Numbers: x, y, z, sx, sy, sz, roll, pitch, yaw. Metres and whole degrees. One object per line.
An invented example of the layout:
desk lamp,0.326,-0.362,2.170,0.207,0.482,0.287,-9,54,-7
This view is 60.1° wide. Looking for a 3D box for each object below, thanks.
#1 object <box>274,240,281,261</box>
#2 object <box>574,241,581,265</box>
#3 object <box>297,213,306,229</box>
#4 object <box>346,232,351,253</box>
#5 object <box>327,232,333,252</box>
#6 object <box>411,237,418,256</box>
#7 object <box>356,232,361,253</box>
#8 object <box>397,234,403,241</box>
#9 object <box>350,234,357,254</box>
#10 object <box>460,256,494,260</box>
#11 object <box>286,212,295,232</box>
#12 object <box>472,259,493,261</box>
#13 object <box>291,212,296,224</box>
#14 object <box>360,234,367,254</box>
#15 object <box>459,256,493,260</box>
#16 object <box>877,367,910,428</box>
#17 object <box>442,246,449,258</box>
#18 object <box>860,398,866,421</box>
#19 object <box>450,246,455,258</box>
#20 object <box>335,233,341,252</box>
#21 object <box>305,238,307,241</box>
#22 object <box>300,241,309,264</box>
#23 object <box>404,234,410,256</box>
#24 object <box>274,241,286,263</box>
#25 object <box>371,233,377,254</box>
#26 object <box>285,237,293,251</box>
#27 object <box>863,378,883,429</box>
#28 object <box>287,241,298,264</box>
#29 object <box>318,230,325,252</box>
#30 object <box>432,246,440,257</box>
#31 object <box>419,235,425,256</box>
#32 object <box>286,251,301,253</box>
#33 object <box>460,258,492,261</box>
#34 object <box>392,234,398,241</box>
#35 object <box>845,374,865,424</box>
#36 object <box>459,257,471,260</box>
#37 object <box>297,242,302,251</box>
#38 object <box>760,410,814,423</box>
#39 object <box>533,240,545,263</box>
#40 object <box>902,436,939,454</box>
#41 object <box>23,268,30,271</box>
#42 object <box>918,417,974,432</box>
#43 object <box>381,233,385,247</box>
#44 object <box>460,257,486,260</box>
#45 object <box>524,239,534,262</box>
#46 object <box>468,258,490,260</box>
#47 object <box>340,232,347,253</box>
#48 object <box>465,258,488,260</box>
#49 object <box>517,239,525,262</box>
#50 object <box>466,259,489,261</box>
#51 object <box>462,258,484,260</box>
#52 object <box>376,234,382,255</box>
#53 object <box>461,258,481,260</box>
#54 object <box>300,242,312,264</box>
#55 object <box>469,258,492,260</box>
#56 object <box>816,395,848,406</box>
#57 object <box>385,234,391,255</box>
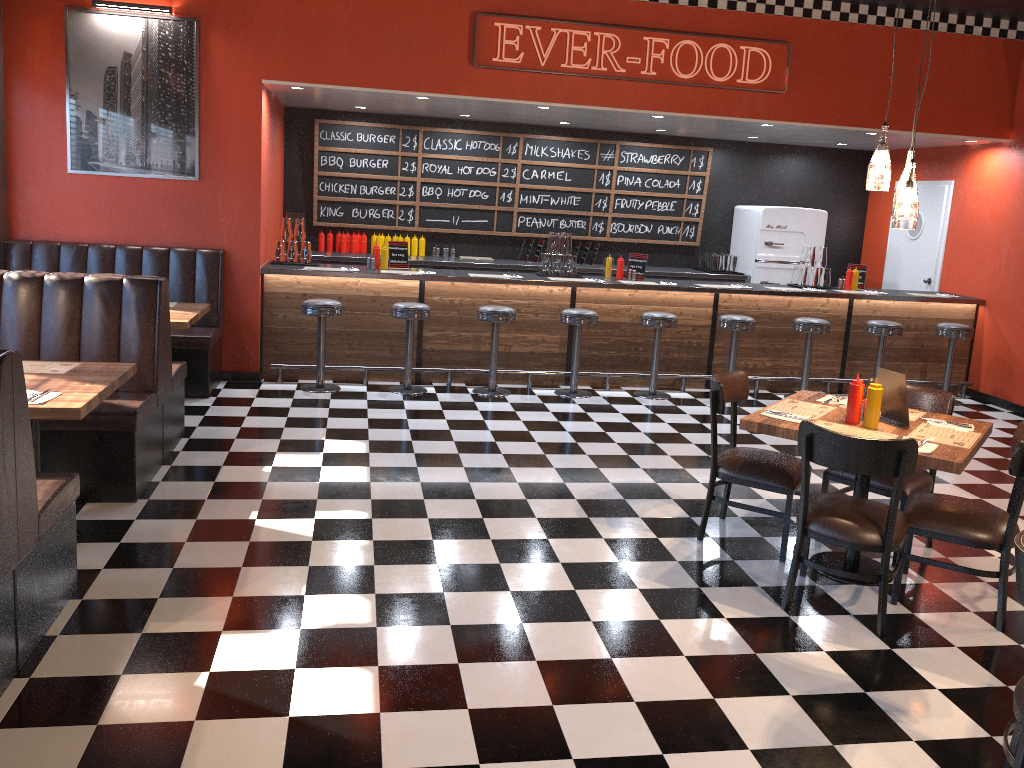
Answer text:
object,-2.149,-1.227,8.204,0.105,0.207,0.106,-1,11,-25
object,0.750,-1.532,10.344,0.072,0.255,0.190,3,11,-5
object,-2.284,-1.742,9.577,0.105,0.207,0.106,-1,11,-25
object,-1.845,-1.593,9.934,0.068,0.236,0.068,2,10,-8
object,-2.028,-1.589,9.864,0.068,0.236,0.068,5,10,6
object,-1.106,-1.574,10.055,0.068,0.236,0.068,2,10,-9
object,-1.731,-1.595,9.977,0.068,0.236,0.068,2,10,-9
object,-1.262,-1.568,9.983,0.068,0.236,0.068,-3,12,-33
object,-1.766,-1.577,9.884,0.068,0.236,0.068,2,10,-8
object,-0.409,-1.446,10.145,0.365,0.001,0.263,2,12,-9
object,-2.394,-1.743,9.552,0.105,0.207,0.106,-1,11,-25
object,-0.409,-1.434,10.147,0.365,0.001,0.263,2,12,-8
object,-2.402,-1.769,9.668,0.105,0.207,0.106,-1,11,-25
object,-1.660,-1.579,9.920,0.068,0.236,0.068,2,10,-8
object,-0.409,-1.445,10.145,0.365,0.001,0.263,1,12,-11
object,1.845,0.062,4.289,0.072,0.255,0.190,0,11,-20
object,-0.756,-1.516,10.131,0.047,0.135,0.094,10,12,34
object,1.731,0.117,4.294,0.047,0.135,0.094,0,11,-20
object,-0.675,-1.505,10.104,0.046,0.135,0.094,1,11,-15
object,-1.940,-1.596,9.921,0.068,0.236,0.068,2,10,-8
object,-2.316,-1.576,9.785,0.105,0.207,0.106,-1,11,-25
object,-1.917,-1.219,8.234,0.105,0.207,0.106,-1,11,-25
object,-1.188,-1.573,10.030,0.068,0.236,0.068,1,10,-12
object,-2.117,-1.203,8.099,0.105,0.207,0.106,-1,11,-25
object,-1.550,-1.582,9.968,0.068,0.236,0.068,-3,12,-33
object,-2.402,-1.526,9.525,0.105,0.207,0.106,-1,11,-25
object,1.704,0.088,4.174,0.068,0.236,0.068,4,10,4
object,-2.008,-1.198,8.108,0.105,0.207,0.106,-1,11,-25
object,-2.117,-1.590,9.842,0.068,0.236,0.068,-3,12,-33
object,-0.866,-1.517,10.103,0.094,0.135,0.047,8,11,24
object,-1.022,-1.572,10.070,0.068,0.236,0.068,2,10,-8
object,-2.359,-1.453,9.656,0.272,0.018,0.440,1,12,-10
object,-0.409,-1.433,10.147,0.365,0.001,0.263,2,12,-5
object,-1.324,-1.583,10.035,0.068,0.236,0.068,-3,12,-33
object,1.645,0.069,4.246,0.068,0.236,0.068,10,12,32
object,-0.409,-1.432,10.147,0.365,0.001,0.263,1,12,-10
object,-2.288,-1.526,9.556,0.105,0.207,0.106,-1,11,-25
object,1.343,0.155,4.283,0.256,0.019,0.158,13,15,38
object,0.309,-1.542,10.264,0.072,0.255,0.190,1,11,-15
object,1.785,0.263,3.903,0.158,0.019,0.256,12,15,35
object,-3.392,-0.678,6.252,0.072,0.255,0.190,1,11,-15
object,2.119,0.192,4.333,0.256,0.019,0.158,10,14,28
object,-1.466,-1.584,9.999,0.068,0.236,0.068,2,10,-8
object,-0.409,-1.441,10.146,0.365,0.001,0.263,2,12,-7
object,0.199,-1.544,10.243,0.073,0.258,0.194,2,11,-8
object,-0.409,-1.443,10.146,0.365,0.001,0.263,2,12,-9
object,-1.874,-1.576,9.848,0.068,0.236,0.068,-3,12,-33
object,-0.409,-1.442,10.146,0.365,0.001,0.263,1,12,-10
object,0.107,-1.547,10.232,0.070,0.256,0.190,3,11,-3
object,-0.410,-1.431,10.148,0.365,0.001,0.263,2,12,-9
object,-0.409,-1.440,10.146,0.365,0.001,0.263,1,12,-10
object,-1.488,-1.564,9.901,0.068,0.236,0.068,-3,12,-33
object,-0.409,-1.438,10.146,0.365,0.001,0.263,2,12,-6
object,-1.886,-1.194,8.122,0.105,0.207,0.106,-1,11,-25
object,-0.409,-1.444,10.145,0.365,0.001,0.263,1,12,-10
object,1.719,0.086,4.713,0.158,0.019,0.256,13,15,37
object,-1.395,-1.574,9.976,0.068,0.236,0.068,1,10,-12
